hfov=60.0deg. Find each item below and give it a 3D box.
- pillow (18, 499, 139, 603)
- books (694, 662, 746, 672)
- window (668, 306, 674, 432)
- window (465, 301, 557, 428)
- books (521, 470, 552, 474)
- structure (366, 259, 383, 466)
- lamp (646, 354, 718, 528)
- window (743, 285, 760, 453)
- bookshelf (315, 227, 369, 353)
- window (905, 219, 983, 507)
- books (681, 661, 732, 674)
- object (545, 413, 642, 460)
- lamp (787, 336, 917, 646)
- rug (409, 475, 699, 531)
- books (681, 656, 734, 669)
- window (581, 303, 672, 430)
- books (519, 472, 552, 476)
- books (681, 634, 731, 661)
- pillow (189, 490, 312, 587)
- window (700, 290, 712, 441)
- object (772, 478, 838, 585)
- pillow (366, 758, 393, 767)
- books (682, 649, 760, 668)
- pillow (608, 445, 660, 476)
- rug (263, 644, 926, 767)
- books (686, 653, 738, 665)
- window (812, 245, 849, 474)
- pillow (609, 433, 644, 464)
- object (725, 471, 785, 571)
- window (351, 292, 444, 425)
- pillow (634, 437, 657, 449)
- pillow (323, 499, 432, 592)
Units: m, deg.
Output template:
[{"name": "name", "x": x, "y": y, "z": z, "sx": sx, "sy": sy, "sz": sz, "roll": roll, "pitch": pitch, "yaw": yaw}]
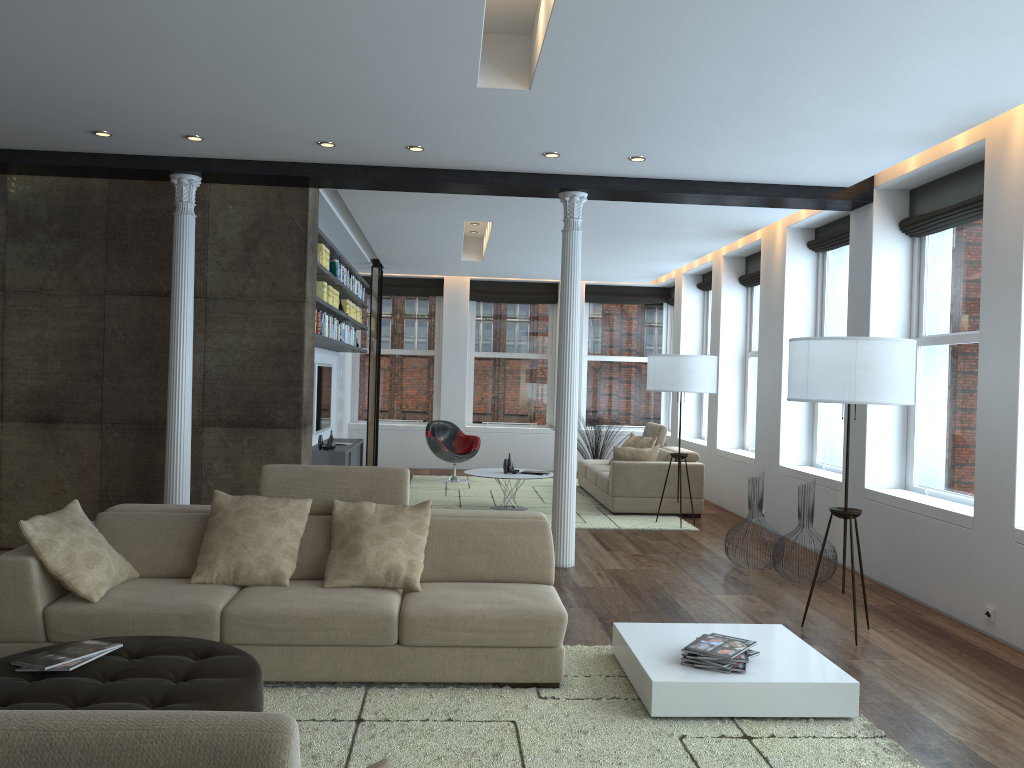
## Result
[{"name": "pillow", "x": -2.048, "y": 0.777, "z": 4.179, "sx": 0.395, "sy": 0.393, "sz": 0.518, "roll": 2, "pitch": 0, "yaw": -1}, {"name": "books", "x": 0.949, "y": 1.244, "z": 4.024, "sx": 0.220, "sy": 0.010, "sz": 0.300, "roll": 2, "pitch": 0, "yaw": 16}, {"name": "window", "x": 8.340, "y": 0.388, "z": 20.227, "sx": 34.761, "sy": 17.917, "sz": 13.698, "roll": 2, "pitch": 0, "yaw": -4}, {"name": "window", "x": -0.011, "y": -0.434, "z": 14.252, "sx": 1.420, "sy": 2.400, "sz": 0.123, "roll": 2, "pitch": 0, "yaw": -4}, {"name": "books", "x": 0.271, "y": 0.972, "z": 9.771, "sx": 0.300, "sy": 0.010, "sz": 0.220, "roll": 2, "pitch": 0, "yaw": 11}, {"name": "structure", "x": -1.959, "y": -0.212, "z": 12.643, "sx": 0.120, "sy": 3.059, "sz": 0.600, "roll": 2, "pitch": 0, "yaw": -4}, {"name": "lamp", "x": 1.697, "y": 0.577, "z": 8.974, "sx": 0.698, "sy": 1.728, "sz": 0.698, "roll": 2, "pitch": 0, "yaw": 20}, {"name": "window", "x": 2.891, "y": -0.327, "z": 10.053, "sx": 0.123, "sy": 2.400, "sz": 1.345, "roll": 2, "pitch": 0, "yaw": -4}, {"name": "bookshelf", "x": -2.023, "y": -0.887, "z": 9.881, "sx": 0.400, "sy": 0.942, "sz": 4.804, "roll": 2, "pitch": 0, "yaw": -4}, {"name": "window", "x": 3.160, "y": -0.299, "z": 6.183, "sx": 0.123, "sy": 2.400, "sz": 1.432, "roll": 2, "pitch": 0, "yaw": -4}, {"name": "books", "x": 0.927, "y": 1.253, "z": 4.037, "sx": 0.220, "sy": 0.010, "sz": 0.300, "roll": 2, "pitch": 0, "yaw": 31}, {"name": "object", "x": 1.148, "y": 0.885, "z": 12.579, "sx": 1.119, "sy": 1.014, "sz": 1.125, "roll": 2, "pitch": 0, "yaw": -18}, {"name": "lamp", "x": 1.960, "y": 0.605, "z": 5.194, "sx": 0.698, "sy": 1.728, "sz": 0.698, "roll": 2, "pitch": 0, "yaw": 20}, {"name": "rug", "x": 0.207, "y": 1.382, "z": 10.720, "sx": 2.972, "sy": 0.020, "sz": 4.231, "roll": 2, "pitch": 0, "yaw": -4}, {"name": "books", "x": 0.927, "y": 1.234, "z": 4.037, "sx": 0.220, "sy": 0.010, "sz": 0.300, "roll": 2, "pitch": 0, "yaw": 31}, {"name": "window", "x": 1.831, "y": -0.380, "z": 14.374, "sx": 1.474, "sy": 2.400, "sz": 0.123, "roll": 2, "pitch": 0, "yaw": -4}, {"name": "books", "x": 0.257, "y": 0.981, "z": 9.749, "sx": 0.300, "sy": 0.010, "sz": 0.220, "roll": 2, "pitch": 0, "yaw": 31}, {"name": "books", "x": 0.929, "y": 1.195, "z": 4.037, "sx": 0.220, "sy": 0.010, "sz": 0.300, "roll": 2, "pitch": 0, "yaw": 31}, {"name": "pillow", "x": -1.306, "y": 0.775, "z": 4.470, "sx": 0.534, "sy": 0.439, "sz": 0.301, "roll": 2, "pitch": 0, "yaw": 0}, {"name": "window", "x": 2.766, "y": -0.339, "z": 11.843, "sx": 0.123, "sy": 2.400, "sz": 1.444, "roll": 2, "pitch": 0, "yaw": -4}, {"name": "object", "x": 2.172, "y": 1.081, "z": 6.564, "sx": 0.458, "sy": 0.781, "sz": 0.458, "roll": 2, "pitch": 0, "yaw": -5}, {"name": "pillow", "x": -0.478, "y": 0.825, "z": 1.559, "sx": 0.519, "sy": 0.416, "sz": 0.368, "roll": 2, "pitch": 0, "yaw": -9}, {"name": "books", "x": 0.949, "y": 1.225, "z": 4.024, "sx": 0.300, "sy": 0.010, "sz": 0.220, "roll": 1, "pitch": 0, "yaw": -44}, {"name": "pillow", "x": 1.332, "y": 0.847, "z": 9.758, "sx": 0.518, "sy": 0.393, "sz": 0.395, "roll": 2, "pitch": 0, "yaw": -7}, {"name": "rug", "x": -0.549, "y": 1.398, "z": 3.196, "sx": 4.231, "sy": 0.020, "sz": 2.972, "roll": 2, "pitch": 0, "yaw": -4}, {"name": "books", "x": 0.928, "y": 1.214, "z": 4.037, "sx": 0.220, "sy": 0.010, "sz": 0.300, "roll": 2, "pitch": 0, "yaw": 21}, {"name": "window", "x": 3.034, "y": -0.312, "z": 7.990, "sx": 0.123, "sy": 2.400, "sz": 1.391, "roll": 2, "pitch": 0, "yaw": -4}, {"name": "pillow", "x": 1.461, "y": 0.832, "z": 11.155, "sx": 0.368, "sy": 0.416, "sz": 0.519, "roll": 2, "pitch": 0, "yaw": -9}, {"name": "object", "x": 1.923, "y": 1.071, "z": 7.014, "sx": 0.458, "sy": 0.781, "sz": 0.458, "roll": 2, "pitch": 0, "yaw": -5}, {"name": "window", "x": -1.825, "y": -0.486, "z": 14.126, "sx": 1.420, "sy": 2.400, "sz": 0.123, "roll": 2, "pitch": 0, "yaw": -4}, {"name": "pillow", "x": 1.517, "y": 0.827, "z": 10.533, "sx": 0.301, "sy": 0.439, "sz": 0.534, "roll": 2, "pitch": 0, "yaw": -8}, {"name": "pillow", "x": -0.682, "y": 0.804, "z": 4.500, "sx": 0.519, "sy": 0.416, "sz": 0.368, "roll": 2, "pitch": 0, "yaw": 1}]
